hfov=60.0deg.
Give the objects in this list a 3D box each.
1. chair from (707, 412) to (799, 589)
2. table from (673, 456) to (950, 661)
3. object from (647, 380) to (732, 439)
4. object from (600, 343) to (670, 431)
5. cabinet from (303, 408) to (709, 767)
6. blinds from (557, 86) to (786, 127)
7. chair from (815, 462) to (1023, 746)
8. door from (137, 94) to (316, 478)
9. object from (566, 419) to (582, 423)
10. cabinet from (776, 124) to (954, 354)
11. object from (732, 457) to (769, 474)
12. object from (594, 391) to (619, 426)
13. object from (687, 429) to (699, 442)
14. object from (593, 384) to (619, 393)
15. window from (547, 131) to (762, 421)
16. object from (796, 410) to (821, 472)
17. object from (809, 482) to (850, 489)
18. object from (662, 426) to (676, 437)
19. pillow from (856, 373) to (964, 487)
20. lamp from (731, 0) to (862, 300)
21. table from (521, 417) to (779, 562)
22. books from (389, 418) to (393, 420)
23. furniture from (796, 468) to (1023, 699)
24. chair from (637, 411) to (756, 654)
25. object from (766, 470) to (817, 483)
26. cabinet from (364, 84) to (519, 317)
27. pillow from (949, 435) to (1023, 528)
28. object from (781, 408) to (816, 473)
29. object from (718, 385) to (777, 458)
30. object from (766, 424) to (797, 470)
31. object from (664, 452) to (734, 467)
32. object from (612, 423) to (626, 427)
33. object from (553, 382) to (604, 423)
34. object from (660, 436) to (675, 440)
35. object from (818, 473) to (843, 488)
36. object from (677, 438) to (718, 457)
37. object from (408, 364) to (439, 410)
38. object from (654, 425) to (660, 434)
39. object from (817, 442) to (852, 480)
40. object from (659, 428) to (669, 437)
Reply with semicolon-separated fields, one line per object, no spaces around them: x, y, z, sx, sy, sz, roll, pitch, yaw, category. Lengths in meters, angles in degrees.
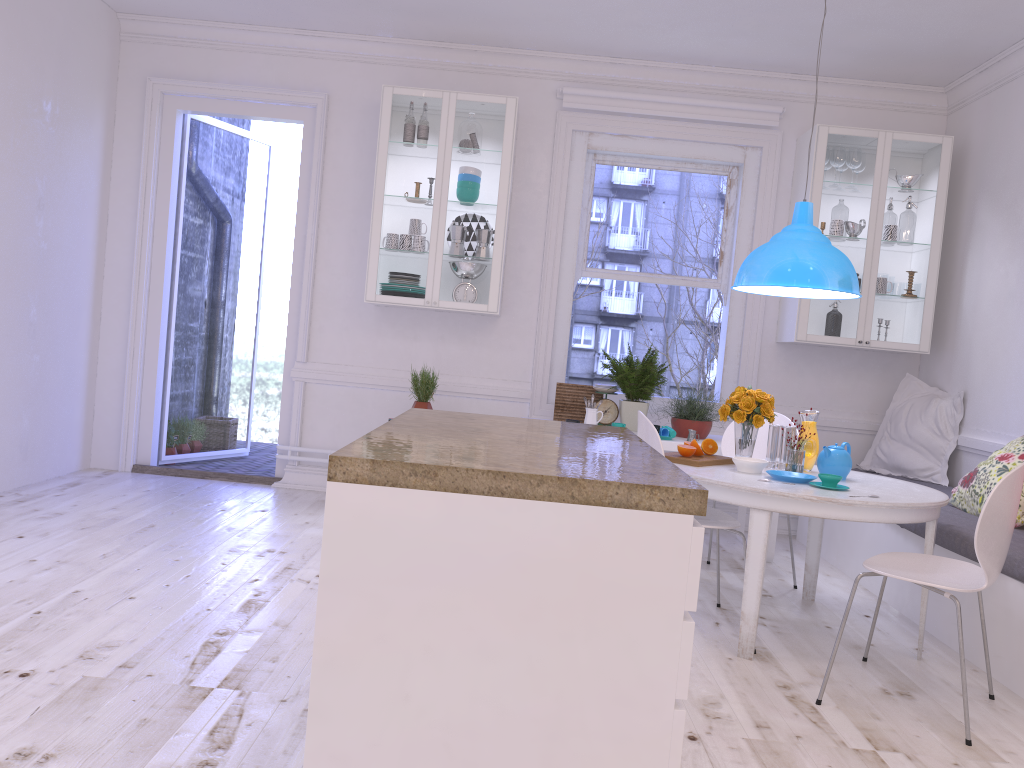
1.111;0.552;4.367;0.483;0.845;0.604;3;3;-44;chair
1.147;0.693;3.676;1.140;0.629;1.140;7;3;29;table
1.069;0.147;5.162;0.668;0.367;0.531;6;3;25;object
0.723;0.013;5.255;0.438;0.527;0.368;5;3;0;object
-0.022;0.546;2.121;0.654;0.842;1.167;5;3;0;cabinet
1.008;-1.760;5.640;1.451;0.131;0.136;5;3;0;blinds
1.382;0.639;2.939;0.483;0.845;0.604;7;3;35;chair
-1.871;-0.632;6.335;1.009;2.474;1.021;5;3;0;door
0.343;0.228;5.032;0.079;0.048;0.082;3;3;-40;object
2.180;-0.877;5.516;0.823;1.311;0.425;5;3;0;cabinet
0.979;0.336;3.649;0.147;0.052;0.147;8;3;43;object
0.565;0.155;5.379;0.159;0.208;0.185;5;3;0;object
0.999;0.285;4.889;0.066;0.067;0.052;5;3;1;object
0.572;0.028;5.384;0.163;0.047;0.164;3;3;-40;object
0.922;-0.703;5.874;1.234;1.782;0.181;5;3;0;window
1.288;0.247;3.861;0.094;0.267;0.116;7;3;27;object
1.206;0.389;3.372;0.147;0.011;0.147;5;3;3;object
0.863;0.263;4.897;0.069;0.059;0.082;4;3;-22;object
2.461;0.257;5.399;0.374;0.642;0.677;4;3;-29;pillow
1.368;-1.380;3.965;0.568;1.948;0.568;7;3;34;lamp
0.779;0.599;5.157;1.514;0.619;0.736;5;3;0;table
-0.592;0.223;5.351;0.246;0.007;0.180;7;3;30;books
2.138;0.832;3.962;0.769;0.508;3.296;5;3;0;furniture
0.710;0.549;3.578;0.483;0.845;0.604;5;3;0;chair
1.101;0.368;3.499;0.196;0.023;0.196;5;3;-12;object
-0.428;-1.118;5.530;0.823;1.311;0.425;5;3;0;cabinet
2.328;0.414;3.974;0.509;0.447;0.592;5;3;5;pillow
1.190;0.236;3.668;0.128;0.287;0.128;5;3;2;object
1.036;0.180;3.894;0.234;0.351;0.235;4;3;-35;object
1.179;0.276;3.889;0.101;0.186;0.122;7;3;30;object
0.794;0.324;3.853;0.224;0.024;0.347;7;3;40;object
0.600;0.250;4.999;0.121;0.055;0.121;7;3;41;object
0.413;0.121;5.486;0.294;0.237;0.028;5;3;0;object
0.839;0.294;4.890;0.121;0.021;0.121;7;3;41;object
1.208;0.369;3.371;0.088;0.043;0.088;6;3;8;object
0.790;0.274;3.876;0.129;0.075;0.285;7;3;36;object
-0.522;0.042;5.332;0.186;0.367;0.196;3;4;-45;object
0.774;0.262;4.826;0.055;0.077;0.070;6;3;26;object
1.350;0.318;3.697;0.156;0.151;0.150;5;3;4;object
0.827;0.267;4.885;0.069;0.058;0.080;4;3;-27;object
